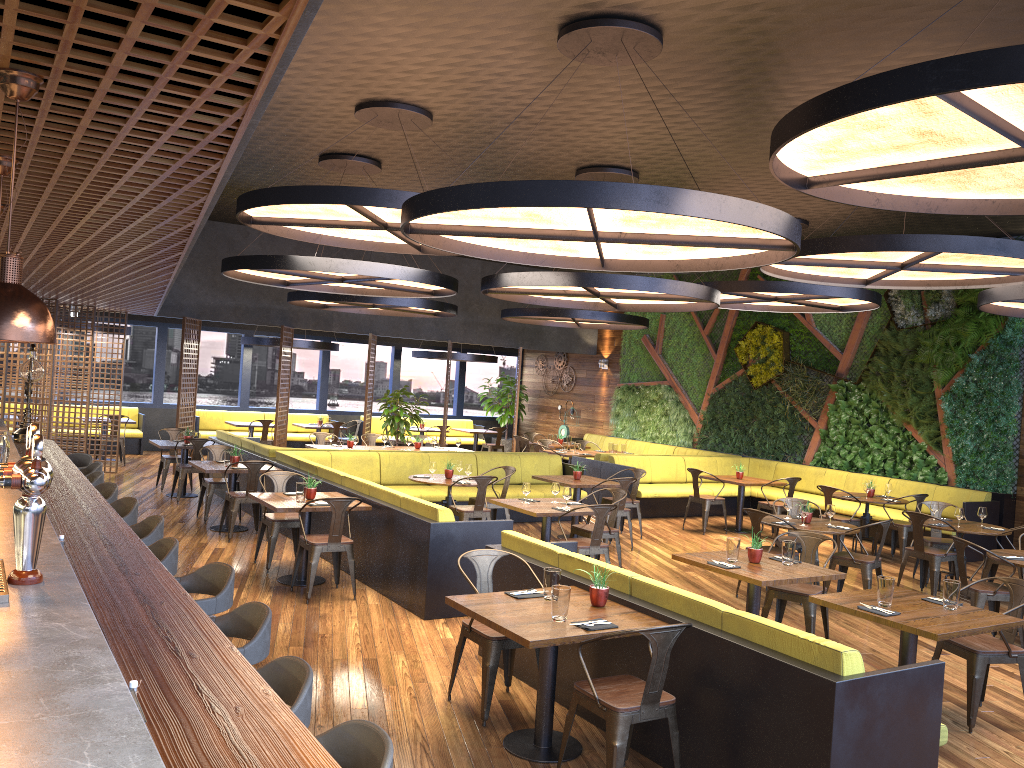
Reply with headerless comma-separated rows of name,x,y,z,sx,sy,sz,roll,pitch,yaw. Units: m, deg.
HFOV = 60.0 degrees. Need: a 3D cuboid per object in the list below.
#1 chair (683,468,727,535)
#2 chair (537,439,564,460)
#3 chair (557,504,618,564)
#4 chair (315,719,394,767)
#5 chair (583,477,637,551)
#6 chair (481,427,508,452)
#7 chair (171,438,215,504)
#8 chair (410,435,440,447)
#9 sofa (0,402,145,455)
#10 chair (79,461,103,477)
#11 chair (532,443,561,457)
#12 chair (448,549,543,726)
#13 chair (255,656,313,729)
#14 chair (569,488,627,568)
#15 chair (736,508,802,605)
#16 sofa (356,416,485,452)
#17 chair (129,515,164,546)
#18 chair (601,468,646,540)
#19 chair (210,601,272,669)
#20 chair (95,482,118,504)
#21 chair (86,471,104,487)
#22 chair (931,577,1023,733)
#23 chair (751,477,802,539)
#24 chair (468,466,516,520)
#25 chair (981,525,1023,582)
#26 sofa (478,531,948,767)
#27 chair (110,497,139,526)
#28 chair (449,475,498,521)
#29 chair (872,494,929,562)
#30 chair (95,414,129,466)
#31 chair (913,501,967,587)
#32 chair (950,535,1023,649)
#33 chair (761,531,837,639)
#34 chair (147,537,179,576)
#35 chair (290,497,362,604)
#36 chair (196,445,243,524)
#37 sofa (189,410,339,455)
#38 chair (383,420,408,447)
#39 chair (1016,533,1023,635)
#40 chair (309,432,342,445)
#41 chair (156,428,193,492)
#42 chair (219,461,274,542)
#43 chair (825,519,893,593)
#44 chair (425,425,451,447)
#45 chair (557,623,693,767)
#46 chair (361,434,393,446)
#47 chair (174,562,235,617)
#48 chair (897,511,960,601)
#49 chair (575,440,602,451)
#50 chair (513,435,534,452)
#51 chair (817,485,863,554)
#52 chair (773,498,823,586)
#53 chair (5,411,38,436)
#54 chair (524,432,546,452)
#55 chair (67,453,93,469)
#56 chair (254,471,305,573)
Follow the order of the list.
chair,2.782,1.674,12.788,0.541,0.917,0.504,4,0,-31
chair,0.727,1.512,16.583,0.504,0.917,0.541,4,0,-31
chair,0.693,1.560,8.457,0.504,0.917,0.541,4,0,-31
chair,-0.573,1.447,2.311,0.483,1.048,0.438,4,0,30
chair,1.236,1.581,10.983,0.504,0.917,0.541,4,0,-31
chair,-0.409,1.415,20.042,0.504,0.917,0.541,4,0,-31
chair,-4.455,1.189,12.385,0.504,0.917,0.541,4,0,-31
chair,-1.536,1.367,15.467,0.504,0.917,0.541,4,0,-31
sofa,-8.823,0.869,17.206,3.061,0.914,0.966,4,0,-32
chair,-3.808,1.197,7.654,0.438,1.048,0.483,4,0,-3
chair,0.604,1.510,15.617,0.541,0.917,0.504,4,0,-31
chair,-0.085,1.526,5.467,0.504,0.917,0.541,4,0,-31
chair,-0.896,1.423,2.812,0.483,1.048,0.438,4,0,30
chair,0.912,1.569,9.413,0.541,0.917,0.504,4,0,-31
chair,2.529,1.682,8.723,0.541,0.917,0.504,4,0,-31
sofa,-2.144,1.293,21.334,3.061,0.914,0.966,4,0,-32
chair,-2.321,1.312,5.237,0.438,1.048,0.483,4,0,-3
chair,1.489,1.592,11.900,0.541,0.917,0.504,4,0,-31
chair,-1.189,1.399,3.434,0.438,1.048,0.483,4,0,-3
chair,-3.128,1.250,6.431,0.438,1.048,0.483,4,0,-17
chair,-3.539,1.218,7.090,0.483,1.048,0.438,4,0,30
chair,3.105,1.739,5.818,0.541,0.917,0.504,4,0,-13
chair,3.774,1.742,12.552,0.504,0.917,0.541,4,0,-31
chair,-0.258,1.480,11.020,0.541,0.917,0.504,4,0,-31
chair,5.278,1.863,9.341,0.541,0.917,0.504,4,0,40
sofa,0.995,1.603,5.412,0.966,0.914,3.061,4,0,-32
chair,-2.740,1.280,5.841,0.483,1.048,0.438,4,0,19
chair,-0.467,1.471,10.163,0.504,0.917,0.541,4,0,-31
chair,5.026,1.834,11.416,0.504,0.917,0.541,4,0,-31
chair,-7.158,0.986,15.870,0.504,0.917,0.541,4,0,-31
chair,4.920,1.834,10.179,0.504,0.917,0.541,4,0,8
chair,4.064,1.792,7.663,0.541,0.917,0.504,4,0,-2
chair,2.309,1.677,7.157,0.504,0.917,0.541,4,0,36
chair,-2.010,1.336,4.626,0.483,1.048,0.438,4,0,30
chair,-1.619,1.408,7.788,0.504,0.917,0.541,4,0,-31
chair,-3.671,1.249,11.153,0.504,0.917,0.541,4,0,-31
sofa,-5.363,1.089,19.344,3.061,0.914,0.966,4,0,-32
chair,-2.592,1.270,19.571,0.541,0.917,0.504,4,0,-31
chair,4.930,1.847,8.174,0.504,0.917,0.541,4,0,31
chair,-3.071,1.269,14.518,0.504,0.917,0.541,4,0,-31
chair,-5.096,1.139,13.429,0.504,0.917,0.541,4,0,-31
chair,-3.019,1.300,10.092,0.504,0.917,0.541,4,0,-31
chair,3.406,1.741,8.687,0.541,0.917,0.504,4,0,40
chair,-1.623,1.337,19.291,0.504,0.917,0.541,4,0,-31
chair,0.576,1.577,4.391,0.504,0.917,0.541,4,0,-31
chair,-2.301,1.318,14.994,0.504,0.917,0.541,4,0,-31
chair,-1.535,1.372,4.075,0.438,1.048,0.483,4,0,-12
chair,4.401,1.804,9.377,0.541,0.917,0.504,4,0,-31
chair,1.465,1.559,17.039,0.504,0.917,0.541,4,0,-31
chair,0.273,1.476,17.506,0.541,0.917,0.504,4,0,-31
chair,4.236,1.780,11.540,0.541,0.917,0.504,4,0,-31
chair,3.048,1.712,9.525,0.504,0.917,0.541,4,0,8
chair,-8.373,0.908,15.119,0.504,0.917,0.541,4,0,-31
chair,0.500,1.485,18.524,0.504,0.917,0.541,4,0,-31
chair,-4.125,1.172,8.149,0.438,1.048,0.483,4,0,-40
chair,-2.271,1.358,8.848,0.504,0.917,0.541,4,0,-31
